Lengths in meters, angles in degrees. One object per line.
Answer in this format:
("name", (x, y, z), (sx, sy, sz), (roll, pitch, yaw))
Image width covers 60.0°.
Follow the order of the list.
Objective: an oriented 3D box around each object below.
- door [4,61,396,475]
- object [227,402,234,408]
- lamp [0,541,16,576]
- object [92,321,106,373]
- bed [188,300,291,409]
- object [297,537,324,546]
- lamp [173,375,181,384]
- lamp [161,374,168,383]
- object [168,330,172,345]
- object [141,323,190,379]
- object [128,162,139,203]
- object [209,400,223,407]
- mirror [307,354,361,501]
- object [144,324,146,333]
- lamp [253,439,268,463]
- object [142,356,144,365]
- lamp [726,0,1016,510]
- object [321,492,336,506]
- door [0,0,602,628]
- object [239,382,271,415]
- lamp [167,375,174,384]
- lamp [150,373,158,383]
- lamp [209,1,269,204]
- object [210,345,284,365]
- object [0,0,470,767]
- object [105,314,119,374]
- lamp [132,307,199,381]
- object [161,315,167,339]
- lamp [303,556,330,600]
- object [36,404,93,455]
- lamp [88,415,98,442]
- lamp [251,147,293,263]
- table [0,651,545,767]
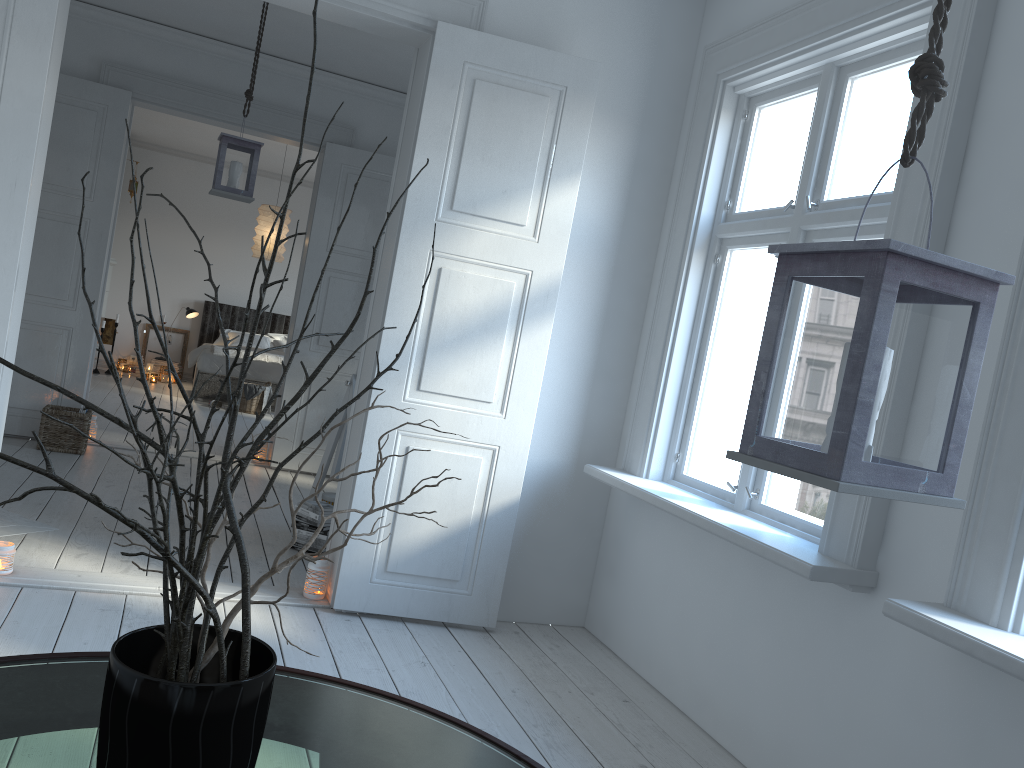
("door", (-2.149, -0.738, 6.220), (2.601, 2.508, 0.576), (10, 3, -21))
("object", (-2.906, 0.215, 9.225), (0.083, 0.122, 0.222), (9, 3, -21))
("lamp", (-1.879, 0.640, 3.257), (0.093, 0.110, 0.093), (10, 3, -4))
("object", (-4.762, -0.434, 10.248), (0.091, 0.623, 0.091), (8, 4, -42))
("bed", (-2.872, -0.312, 10.643), (1.890, 1.047, 2.172), (10, 3, -21))
("object", (-0.971, 0.771, 4.394), (0.156, 0.014, 0.111), (12, 2, 22))
("lamp", (-4.062, -0.059, 10.744), (0.080, 0.107, 0.080), (13, 4, 42))
("lamp", (-4.146, -0.064, 10.582), (0.080, 0.099, 0.080), (11, 3, 14))
("object", (-4.333, -0.610, 11.262), (0.062, 0.228, 0.063), (11, 3, 3))
("object", (-4.412, -0.412, 11.249), (0.528, 0.631, 0.082), (10, 3, -21))
("object", (-4.551, -2.419, 10.670), (0.105, 0.506, 0.117), (14, 4, 43))
("object", (-3.108, 0.196, 9.199), (0.120, 0.084, 0.222), (11, 2, 8))
("mirror", (-0.664, 0.116, 4.629), (0.416, 1.490, 0.611), (13, 4, 34))
("object", (-4.612, -0.706, 11.150), (0.024, 0.127, 0.023), (8, 4, -37))
("lamp", (-1.834, 0.489, 6.475), (0.089, 0.166, 0.089), (9, 3, -28))
("object", (-4.640, -0.352, 11.153), (0.062, 0.221, 0.028), (9, 4, -26))
("lamp", (0.624, -0.726, 1.200), (0.228, 1.764, 0.228), (9, 4, -24))
("object", (-0.918, 0.614, 4.593), (0.142, 0.075, 0.142), (9, 3, -37))
("door", (-1.134, -0.433, 3.403), (2.601, 2.508, 0.576), (10, 3, -21))
("object", (-2.715, 0.130, 9.289), (0.319, 0.351, 0.319), (11, 3, 11))
("lamp", (-4.103, -0.059, 10.658), (0.080, 0.099, 0.080), (11, 3, 14))
("lamp", (-4.185, -0.066, 10.363), (0.081, 0.106, 0.081), (8, 4, -44))
("lamp", (-1.406, -1.908, 4.904), (0.228, 1.764, 0.228), (9, 4, -24))
("object", (-2.589, -0.265, 9.849), (1.461, 0.104, 0.404), (10, 2, -21))
("object", (-0.445, 0.014, 1.009), (0.524, 1.067, 0.846), (13, 4, 40))
("object", (-4.685, -0.476, 10.420), (0.091, 0.719, 0.091), (10, 3, -11))
("lamp", (-4.305, -0.533, 10.931), (0.826, 0.937, 0.449), (10, 3, -3))
("object", (-4.420, -0.721, 11.234), (0.067, 0.320, 0.067), (12, 4, 28))
("lamp", (-0.803, 0.797, 3.652), (0.089, 0.166, 0.089), (9, 3, -21))
("object", (-2.862, 0.290, 5.679), (0.270, 0.265, 0.223), (10, 3, -21))
("lamp", (-2.885, 0.304, 6.062), (0.093, 0.180, 0.092), (8, 4, -37))
("lamp", (-2.354, -1.855, 8.888), (0.338, 1.232, 0.340), (11, 3, 11))
("table", (-0.467, 0.805, 1.034), (1.301, 0.504, 1.297), (9, 3, -30))
